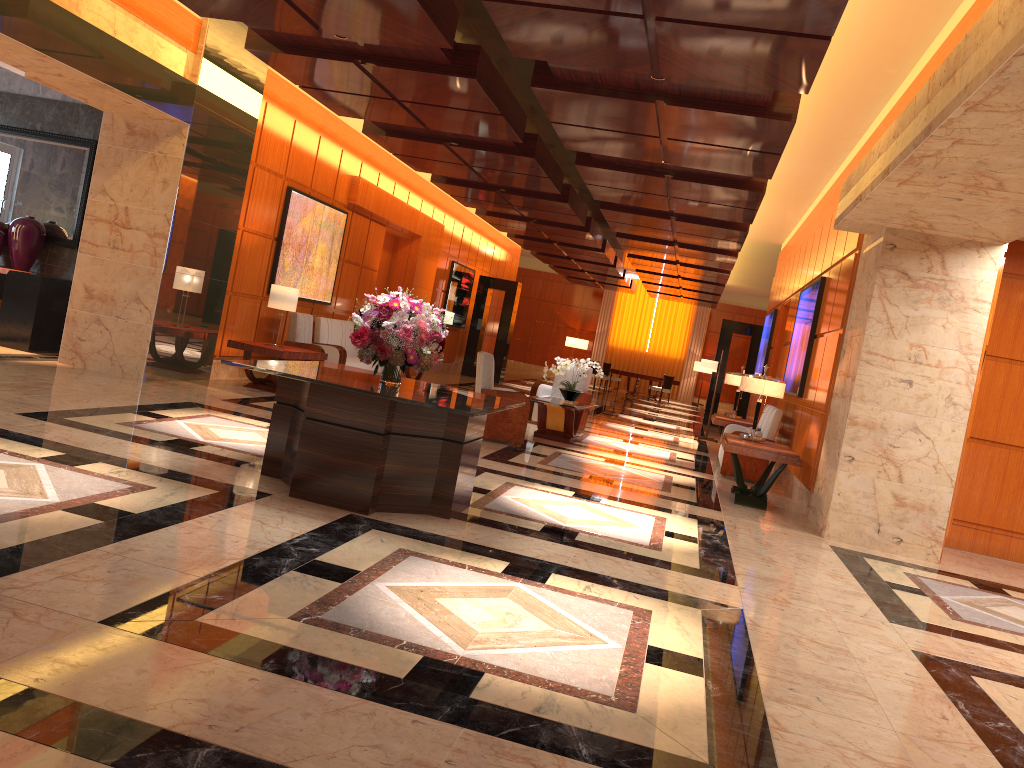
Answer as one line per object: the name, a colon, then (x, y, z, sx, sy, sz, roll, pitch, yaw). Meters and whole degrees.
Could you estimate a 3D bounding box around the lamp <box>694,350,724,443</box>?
lamp: (3.581, 0.188, 16.021, 0.527, 1.660, 0.360, 11, 1, 1)

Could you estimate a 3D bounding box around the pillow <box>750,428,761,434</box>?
pillow: (3.146, 0.680, 11.535, 0.160, 0.252, 0.358, 11, 2, 8)

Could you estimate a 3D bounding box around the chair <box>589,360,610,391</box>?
chair: (2.667, -0.272, 27.955, 0.582, 0.893, 0.579, 10, 2, -41)

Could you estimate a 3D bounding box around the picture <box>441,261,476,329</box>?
picture: (-1.246, -2.055, 20.771, 0.056, 1.451, 1.996, 11, 2, 11)

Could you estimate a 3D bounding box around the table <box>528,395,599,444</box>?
table: (0.610, 0.468, 11.496, 0.723, 0.495, 1.559, 12, 3, 14)

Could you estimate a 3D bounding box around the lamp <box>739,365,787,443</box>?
lamp: (2.570, 0.195, 9.218, 0.460, 0.809, 0.458, 11, 2, 20)

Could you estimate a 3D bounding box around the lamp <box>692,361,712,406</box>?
lamp: (6.723, -0.068, 31.219, 0.808, 1.659, 0.814, 10, 2, -39)

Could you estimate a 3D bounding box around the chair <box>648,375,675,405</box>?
chair: (4.549, 0.150, 26.896, 0.582, 0.893, 0.579, 10, 2, -36)

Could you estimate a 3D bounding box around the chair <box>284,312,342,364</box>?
chair: (-2.701, -0.444, 11.992, 0.629, 0.960, 0.737, 11, 2, 10)

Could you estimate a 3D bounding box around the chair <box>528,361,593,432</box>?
chair: (0.732, 0.159, 13.000, 0.740, 0.960, 0.627, 12, 2, 30)

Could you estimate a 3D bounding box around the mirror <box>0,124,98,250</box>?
mirror: (-5.955, -2.443, 10.827, 1.769, 1.337, 0.029, 11, 1, 11)

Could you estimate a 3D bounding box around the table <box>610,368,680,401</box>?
table: (4.122, 0.078, 27.822, 2.102, 0.741, 0.786, 10, 2, -18)

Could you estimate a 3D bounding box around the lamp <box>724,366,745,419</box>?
lamp: (3.390, 0.114, 13.290, 0.457, 0.793, 0.460, 10, 2, -27)

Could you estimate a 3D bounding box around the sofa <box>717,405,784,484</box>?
sofa: (3.068, 0.704, 11.531, 0.613, 0.931, 1.798, 11, 3, 12)

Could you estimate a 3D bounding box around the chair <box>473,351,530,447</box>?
chair: (-0.142, 0.153, 10.136, 0.628, 0.960, 0.739, 11, 2, -10)

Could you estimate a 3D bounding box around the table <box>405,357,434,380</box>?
table: (-1.890, -0.276, 15.724, 0.726, 0.533, 1.167, 11, 3, 14)

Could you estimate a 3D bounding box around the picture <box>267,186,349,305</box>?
picture: (-2.874, -1.910, 12.673, 0.056, 1.451, 1.996, 11, 2, 11)

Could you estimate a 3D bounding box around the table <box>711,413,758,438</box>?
table: (3.308, 0.831, 13.222, 0.726, 0.606, 1.270, 11, 3, 11)

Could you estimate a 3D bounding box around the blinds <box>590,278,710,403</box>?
blinds: (4.981, -1.691, 32.249, 3.858, 4.062, 0.149, 11, 1, 11)

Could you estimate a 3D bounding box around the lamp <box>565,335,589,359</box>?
lamp: (2.255, -0.979, 32.137, 0.808, 1.659, 0.814, 10, 2, -39)

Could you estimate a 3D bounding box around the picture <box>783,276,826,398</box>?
picture: (3.729, -0.569, 11.417, 0.056, 1.451, 1.996, 11, 2, 11)

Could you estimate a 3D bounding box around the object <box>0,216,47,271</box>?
object: (-6.049, -1.727, 10.584, 0.863, 0.651, 0.520, 11, 2, 10)

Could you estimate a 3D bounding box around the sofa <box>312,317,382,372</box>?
sofa: (-2.494, -0.483, 13.599, 0.613, 0.931, 1.798, 11, 3, 12)

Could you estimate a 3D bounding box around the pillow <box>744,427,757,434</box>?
pillow: (3.203, 0.675, 11.967, 0.195, 0.227, 0.344, 11, 3, 16)

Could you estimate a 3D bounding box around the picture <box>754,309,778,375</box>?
picture: (4.883, -0.672, 17.161, 0.056, 1.451, 1.996, 11, 2, 11)

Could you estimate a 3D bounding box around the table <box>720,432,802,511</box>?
table: (2.476, 0.905, 9.083, 0.726, 0.606, 1.270, 11, 3, 11)

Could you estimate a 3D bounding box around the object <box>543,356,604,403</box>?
object: (0.792, -0.069, 11.591, 0.787, 0.617, 0.418, 10, 2, -11)

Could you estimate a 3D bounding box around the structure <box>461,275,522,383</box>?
structure: (-0.504, -1.357, 21.900, 0.987, 2.496, 0.500, 11, 1, 11)

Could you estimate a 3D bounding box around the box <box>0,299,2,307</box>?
box: (-6.363, -0.833, 10.352, 1.134, 0.427, 0.489, 11, 2, 11)

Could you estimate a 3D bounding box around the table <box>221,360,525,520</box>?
table: (-0.895, 0.360, 5.963, 1.602, 0.744, 1.600, 11, 3, 11)

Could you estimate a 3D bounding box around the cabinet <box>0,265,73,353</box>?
cabinet: (-6.303, -0.996, 10.492, 2.193, 0.867, 0.783, 11, 2, 11)

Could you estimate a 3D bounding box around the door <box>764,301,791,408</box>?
door: (4.577, -0.062, 14.904, 0.341, 2.649, 1.537, 11, 2, 11)

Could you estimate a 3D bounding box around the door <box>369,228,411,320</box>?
door: (-2.492, -1.502, 16.335, 0.341, 2.649, 1.499, 11, 1, 11)

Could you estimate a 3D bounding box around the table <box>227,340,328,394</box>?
table: (-2.877, -0.188, 10.813, 0.726, 0.533, 1.167, 11, 3, 14)

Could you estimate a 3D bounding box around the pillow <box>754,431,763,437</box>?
pillow: (3.022, 0.695, 11.104, 0.202, 0.229, 0.273, 11, 2, 14)

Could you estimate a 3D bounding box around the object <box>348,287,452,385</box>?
object: (-0.760, -0.330, 5.971, 0.650, 0.658, 0.680, 11, 2, 2)

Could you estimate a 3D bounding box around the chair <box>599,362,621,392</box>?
chair: (3.216, -0.231, 29.084, 0.579, 0.893, 0.582, 12, 2, 39)
